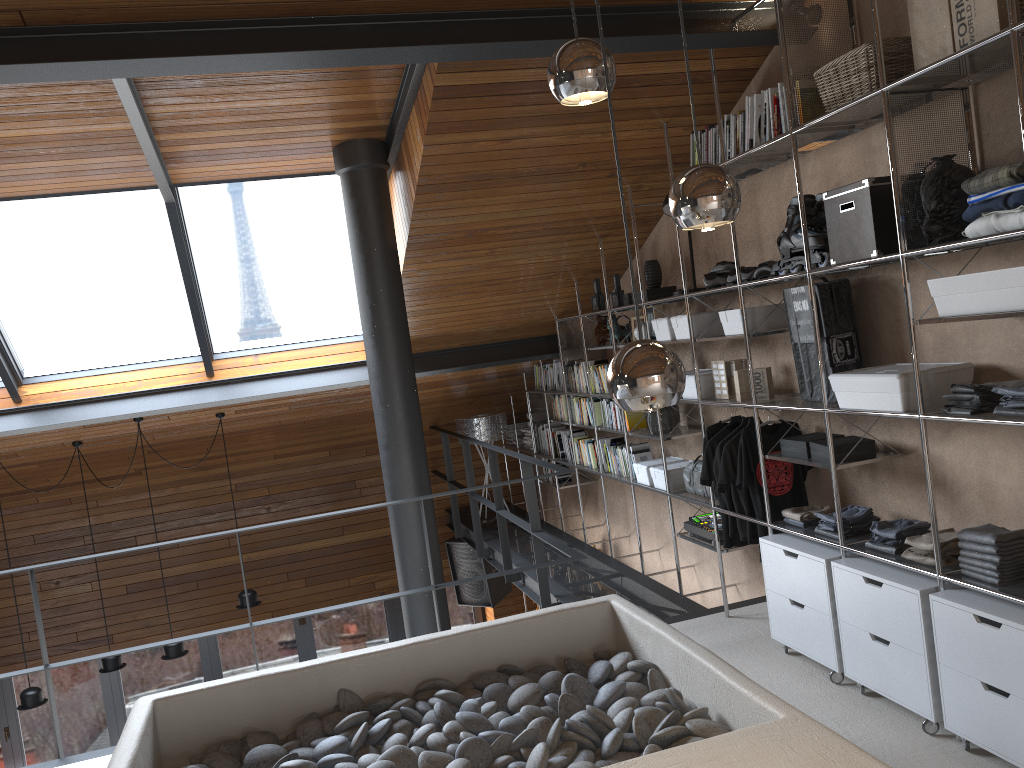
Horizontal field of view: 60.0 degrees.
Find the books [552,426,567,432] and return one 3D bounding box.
[{"bbox_3d":[0.427,0.497,7.658,0.131,0.247,0.018,-8,3,-15],"label":"books"}]

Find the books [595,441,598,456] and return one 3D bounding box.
[{"bbox_3d":[0.703,0.523,6.646,0.133,0.218,0.051,-8,3,-15],"label":"books"}]

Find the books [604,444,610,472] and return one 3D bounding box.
[{"bbox_3d":[0.758,0.526,6.462,0.149,0.205,0.049,-8,3,-15],"label":"books"}]

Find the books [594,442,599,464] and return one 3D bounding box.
[{"bbox_3d":[0.697,0.527,6.675,0.123,0.203,0.054,-8,3,-15],"label":"books"}]

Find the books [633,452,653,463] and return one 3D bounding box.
[{"bbox_3d":[0.897,0.549,5.995,0.130,0.166,0.046,-8,3,-15],"label":"books"}]

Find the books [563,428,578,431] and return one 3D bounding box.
[{"bbox_3d":[0.510,0.501,7.497,0.143,0.236,0.062,-8,3,-15],"label":"books"}]

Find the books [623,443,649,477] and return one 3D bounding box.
[{"bbox_3d":[0.880,0.525,6.142,0.191,0.205,0.055,-8,3,-15],"label":"books"}]

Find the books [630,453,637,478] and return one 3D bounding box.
[{"bbox_3d":[0.883,0.547,6.048,0.146,0.171,0.054,-8,3,-15],"label":"books"}]

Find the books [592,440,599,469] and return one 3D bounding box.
[{"bbox_3d":[0.698,0.519,6.695,0.155,0.215,0.055,-8,3,-15],"label":"books"}]

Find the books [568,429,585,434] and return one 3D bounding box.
[{"bbox_3d":[0.553,0.501,7.391,0.148,0.233,0.053,-8,3,-15],"label":"books"}]

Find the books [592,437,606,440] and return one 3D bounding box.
[{"bbox_3d":[0.685,0.516,6.712,0.118,0.220,0.054,-8,3,-15],"label":"books"}]

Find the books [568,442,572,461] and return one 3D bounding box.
[{"bbox_3d":[0.526,0.540,7.270,0.119,0.171,0.044,-8,3,-15],"label":"books"}]

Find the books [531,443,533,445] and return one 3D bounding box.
[{"bbox_3d":[0.310,0.537,8.219,0.252,0.016,0.182,-8,3,-11],"label":"books"}]

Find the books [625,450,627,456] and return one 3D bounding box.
[{"bbox_3d":[0.870,0.536,6.115,0.148,0.189,0.053,-8,3,-15],"label":"books"}]

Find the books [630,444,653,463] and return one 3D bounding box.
[{"bbox_3d":[0.891,0.523,6.022,0.143,0.217,0.066,-8,3,-15],"label":"books"}]

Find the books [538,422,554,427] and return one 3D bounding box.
[{"bbox_3d":[0.353,0.481,8.104,0.207,0.255,0.010,-8,3,-15],"label":"books"}]

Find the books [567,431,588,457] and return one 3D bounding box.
[{"bbox_3d":[0.554,0.509,7.278,0.177,0.217,0.046,-8,3,-15],"label":"books"}]

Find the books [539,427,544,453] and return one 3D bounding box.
[{"bbox_3d":[0.345,0.496,8.061,0.169,0.232,0.018,-8,3,-15],"label":"books"}]

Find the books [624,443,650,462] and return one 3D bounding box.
[{"bbox_3d":[0.888,0.526,6.132,0.192,0.202,0.055,-8,3,-15],"label":"books"}]

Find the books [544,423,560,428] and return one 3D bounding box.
[{"bbox_3d":[0.371,0.481,7.930,0.143,0.268,0.020,-8,3,-15],"label":"books"}]

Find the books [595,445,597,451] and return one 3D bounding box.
[{"bbox_3d":[0.703,0.533,6.659,0.126,0.197,0.047,-8,3,-15],"label":"books"}]

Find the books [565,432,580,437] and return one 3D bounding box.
[{"bbox_3d":[0.537,0.513,7.322,0.171,0.218,0.047,-8,3,-15],"label":"books"}]

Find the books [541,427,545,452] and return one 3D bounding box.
[{"bbox_3d":[0.350,0.497,8.024,0.148,0.234,0.013,-8,3,-15],"label":"books"}]

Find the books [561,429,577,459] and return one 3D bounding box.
[{"bbox_3d":[0.501,0.504,7.463,0.148,0.233,0.053,-8,3,-15],"label":"books"}]

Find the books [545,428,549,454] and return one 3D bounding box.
[{"bbox_3d":[0.379,0.500,7.874,0.148,0.234,0.013,-8,3,-15],"label":"books"}]

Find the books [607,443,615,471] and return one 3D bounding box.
[{"bbox_3d":[0.769,0.529,6.424,0.137,0.201,0.047,-8,3,-15],"label":"books"}]

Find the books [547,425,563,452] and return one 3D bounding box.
[{"bbox_3d":[0.397,0.496,7.842,0.146,0.240,0.023,-8,3,-15],"label":"books"}]

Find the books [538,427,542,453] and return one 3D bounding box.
[{"bbox_3d":[0.321,0.498,8.084,0.148,0.234,0.013,-8,3,-15],"label":"books"}]

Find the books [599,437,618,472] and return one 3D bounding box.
[{"bbox_3d":[0.728,0.515,6.480,0.148,0.233,0.053,-8,3,-15],"label":"books"}]

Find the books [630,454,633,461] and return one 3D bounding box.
[{"bbox_3d":[0.891,0.544,6.036,0.148,0.175,0.046,-8,3,-15],"label":"books"}]

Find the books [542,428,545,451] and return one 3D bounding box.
[{"bbox_3d":[0.357,0.498,7.996,0.161,0.231,0.021,-8,3,-15],"label":"books"}]

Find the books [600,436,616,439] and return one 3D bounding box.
[{"bbox_3d":[0.723,0.511,6.561,0.143,0.236,0.062,-8,3,-15],"label":"books"}]

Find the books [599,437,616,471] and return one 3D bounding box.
[{"bbox_3d":[0.715,0.515,6.527,0.148,0.233,0.053,-8,3,-15],"label":"books"}]

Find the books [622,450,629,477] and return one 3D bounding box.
[{"bbox_3d":[0.865,0.535,6.152,0.169,0.188,0.058,-8,3,-15],"label":"books"}]

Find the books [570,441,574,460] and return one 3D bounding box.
[{"bbox_3d":[0.540,0.541,7.184,0.111,0.174,0.041,-8,3,-15],"label":"books"}]

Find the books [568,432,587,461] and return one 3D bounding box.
[{"bbox_3d":[0.550,0.513,7.244,0.161,0.222,0.055,-8,3,-15],"label":"books"}]

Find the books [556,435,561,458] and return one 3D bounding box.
[{"bbox_3d":[0.462,0.513,7.533,0.141,0.221,0.055,-8,3,-15],"label":"books"}]

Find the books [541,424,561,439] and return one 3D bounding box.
[{"bbox_3d":[0.368,0.485,8.041,0.192,0.251,0.012,-8,3,-15],"label":"books"}]

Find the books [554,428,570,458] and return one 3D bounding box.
[{"bbox_3d":[0.448,0.505,7.577,0.143,0.235,0.055,-8,3,-15],"label":"books"}]

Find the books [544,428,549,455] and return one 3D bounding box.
[{"bbox_3d":[0.371,0.500,7.885,0.148,0.234,0.013,-8,3,-15],"label":"books"}]

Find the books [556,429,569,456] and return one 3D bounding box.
[{"bbox_3d":[0.464,0.507,7.519,0.148,0.233,0.053,-8,3,-15],"label":"books"}]

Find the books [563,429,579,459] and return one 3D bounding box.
[{"bbox_3d":[0.514,0.505,7.417,0.148,0.233,0.053,-8,3,-15],"label":"books"}]

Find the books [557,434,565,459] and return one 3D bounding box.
[{"bbox_3d":[0.469,0.521,7.503,0.148,0.206,0.053,-8,3,-15],"label":"books"}]

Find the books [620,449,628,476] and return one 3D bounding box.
[{"bbox_3d":[0.841,0.537,6.175,0.148,0.189,0.053,-8,3,-15],"label":"books"}]

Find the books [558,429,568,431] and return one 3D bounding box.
[{"bbox_3d":[0.465,0.504,7.567,0.148,0.233,0.053,-8,3,-15],"label":"books"}]

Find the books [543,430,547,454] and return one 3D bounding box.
[{"bbox_3d":[0.363,0.510,7.957,0.146,0.210,0.018,-8,3,-15],"label":"books"}]

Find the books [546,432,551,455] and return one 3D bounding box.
[{"bbox_3d":[0.384,0.518,7.859,0.143,0.199,0.019,-8,3,-15],"label":"books"}]

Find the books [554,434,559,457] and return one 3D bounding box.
[{"bbox_3d":[0.443,0.513,7.608,0.133,0.219,0.058,-8,3,-15],"label":"books"}]

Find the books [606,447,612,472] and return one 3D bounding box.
[{"bbox_3d":[0.758,0.540,6.434,0.131,0.180,0.042,-8,3,-15],"label":"books"}]

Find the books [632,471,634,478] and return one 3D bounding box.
[{"bbox_3d":[0.868,0.550,6.058,0.130,0.167,0.046,-8,3,-15],"label":"books"}]

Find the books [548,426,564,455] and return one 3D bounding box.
[{"bbox_3d":[0.402,0.500,7.811,0.148,0.234,0.013,-8,3,-15],"label":"books"}]

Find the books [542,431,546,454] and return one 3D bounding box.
[{"bbox_3d":[0.348,0.514,7.967,0.130,0.208,0.010,-8,3,-15],"label":"books"}]

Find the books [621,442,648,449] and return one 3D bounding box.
[{"bbox_3d":[0.873,0.523,6.195,0.207,0.206,0.053,-8,3,-15],"label":"books"}]

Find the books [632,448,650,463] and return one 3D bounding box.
[{"bbox_3d":[0.890,0.540,6.004,0.129,0.186,0.050,-8,3,-15],"label":"books"}]

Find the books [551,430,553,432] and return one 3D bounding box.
[{"bbox_3d":[0.411,0.504,7.706,0.129,0.231,0.010,-8,3,-15],"label":"books"}]

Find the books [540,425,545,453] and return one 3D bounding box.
[{"bbox_3d":[0.360,0.483,8.051,0.191,0.255,0.012,-8,3,-15],"label":"books"}]
